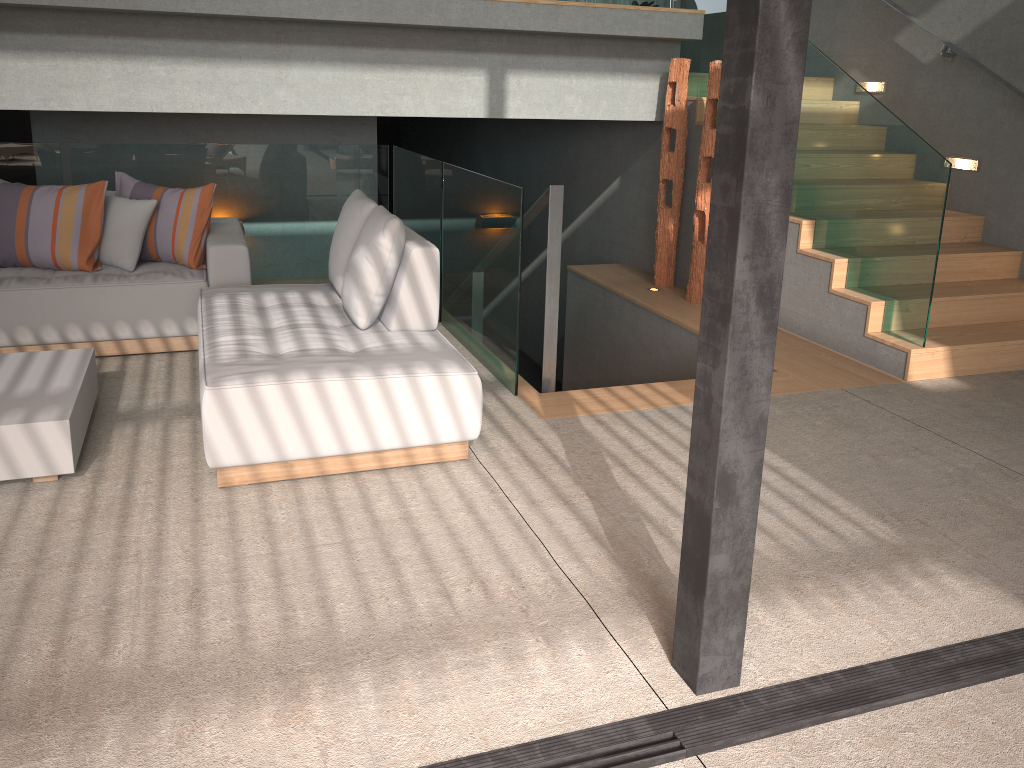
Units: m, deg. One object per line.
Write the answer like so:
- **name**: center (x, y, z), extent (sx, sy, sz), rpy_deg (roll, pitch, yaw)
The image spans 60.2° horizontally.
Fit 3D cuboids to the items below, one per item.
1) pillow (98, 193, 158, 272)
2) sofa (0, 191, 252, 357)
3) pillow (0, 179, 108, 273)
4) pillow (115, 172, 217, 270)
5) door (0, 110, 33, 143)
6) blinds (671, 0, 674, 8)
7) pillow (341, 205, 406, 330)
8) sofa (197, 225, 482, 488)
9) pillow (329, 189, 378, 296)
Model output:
- **pillow**: center (-2.233, -0.859, 4.882), extent (0.596, 0.397, 0.243), rpy_deg (9, 17, 22)
- **sofa**: center (-3.168, -0.573, 4.559), extent (3.464, 0.738, 1.070), rpy_deg (-5, 18, -19)
- **pillow**: center (-2.527, -0.849, 4.745), extent (0.736, 0.485, 0.317), rpy_deg (3, 16, 3)
- **pillow**: center (-1.947, -0.916, 4.960), extent (0.699, 0.494, 0.284), rpy_deg (9, 17, 22)
- **door**: center (2.092, -0.328, 3.225), extent (15.496, 4.385, 5.835), rpy_deg (18, 23, 40)
- **blinds**: center (0.902, -6.057, 13.473), extent (3.854, 2.674, 0.227), rpy_deg (-5, 16, -19)
- **pillow**: center (-0.624, -0.527, 3.941), extent (0.266, 0.473, 0.502), rpy_deg (-4, 17, -19)
- **sofa**: center (-0.840, -0.259, 3.863), extent (1.014, 0.718, 1.629), rpy_deg (-4, 19, -19)
- **pillow**: center (-0.781, -0.689, 4.378), extent (0.238, 0.488, 0.502), rpy_deg (-4, 17, -19)
